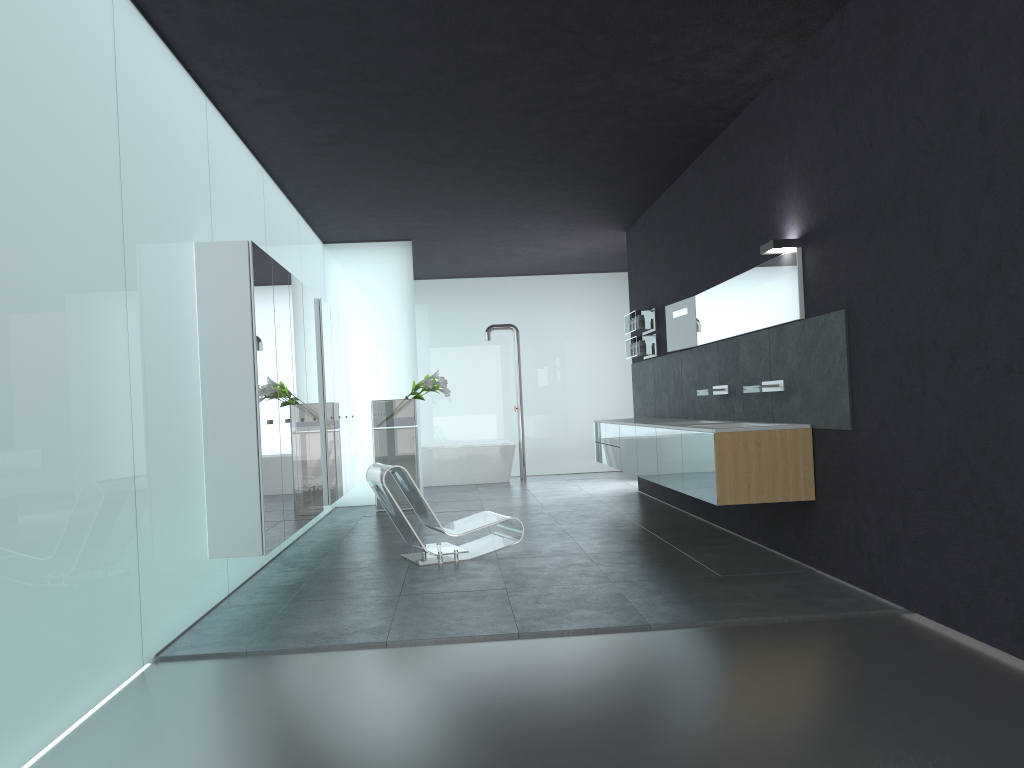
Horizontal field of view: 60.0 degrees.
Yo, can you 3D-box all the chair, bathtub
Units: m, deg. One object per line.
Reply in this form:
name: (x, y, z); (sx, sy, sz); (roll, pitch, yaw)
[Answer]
chair: (-0.601, 1.115, 7.948); (1.261, 0.871, 0.629); (-2, -1, -22)
bathtub: (-0.929, 1.347, 15.897); (1.977, 0.858, 0.960); (-3, -1, -4)

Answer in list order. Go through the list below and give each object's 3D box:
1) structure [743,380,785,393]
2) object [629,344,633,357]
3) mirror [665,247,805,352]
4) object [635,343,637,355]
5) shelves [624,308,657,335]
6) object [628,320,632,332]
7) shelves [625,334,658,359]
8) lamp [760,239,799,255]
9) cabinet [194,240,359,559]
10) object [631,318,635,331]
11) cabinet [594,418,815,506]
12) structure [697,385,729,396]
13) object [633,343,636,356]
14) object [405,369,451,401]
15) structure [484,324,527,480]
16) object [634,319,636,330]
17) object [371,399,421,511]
structure: (2.037, 0.022, 7.216); (0.186, 0.088, 0.482); (-3, -1, -4)
object: (1.635, -0.449, 11.965); (0.096, 0.184, 0.068); (-3, 0, -12)
mirror: (2.007, -0.693, 8.421); (0.109, 0.532, 3.723); (-3, -1, -5)
object: (1.661, -0.460, 11.563); (0.096, 0.184, 0.068); (-3, 0, -5)
shelves: (1.685, -0.809, 11.690); (0.265, 0.285, 0.770); (-3, -1, -4)
object: (1.619, -0.776, 11.966); (0.096, 0.184, 0.068); (-3, 0, -12)
shelves: (1.701, -0.482, 11.688); (0.265, 0.285, 0.770); (-3, -1, -4)
lamp: (2.032, -1.045, 6.747); (0.198, 0.066, 0.277); (-3, -1, -4)
cabinet: (-2.168, 0.193, 9.200); (0.398, 2.215, 6.006); (-3, -1, -4)
object: (1.633, -0.782, 11.752); (0.096, 0.184, 0.067); (-3, 0, 5)
cabinet: (1.665, 0.671, 9.268); (0.734, 0.556, 5.584); (-3, -1, -4)
structure: (1.945, 0.063, 8.631); (0.186, 0.088, 0.482); (-3, -1, -4)
object: (1.649, -0.455, 11.751); (0.096, 0.184, 0.067); (-3, 0, 5)
object: (-1.340, 0.177, 12.080); (1.024, 0.779, 0.974); (-3, -1, -12)
structure: (-0.117, 0.356, 15.954); (0.643, 2.871, 0.123); (-3, 0, -4)
object: (1.646, -0.788, 11.564); (0.096, 0.184, 0.068); (-3, 0, -5)
object: (-1.590, 0.962, 12.210); (0.585, 1.491, 0.575); (-3, 0, -4)
